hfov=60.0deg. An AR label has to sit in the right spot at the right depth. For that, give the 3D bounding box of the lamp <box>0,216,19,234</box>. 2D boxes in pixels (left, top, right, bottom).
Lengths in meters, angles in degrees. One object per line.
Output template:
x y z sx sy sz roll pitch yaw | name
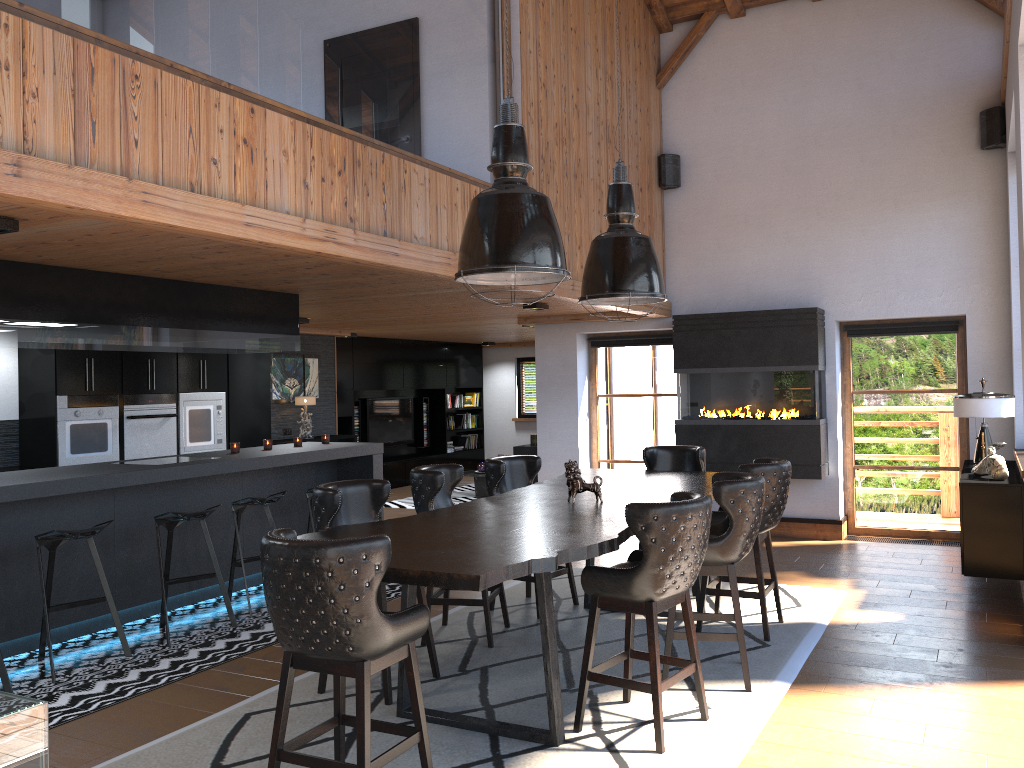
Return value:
-2.288 -0.700 3.806 0.154 0.068 0.264 -1 0 28 | lamp

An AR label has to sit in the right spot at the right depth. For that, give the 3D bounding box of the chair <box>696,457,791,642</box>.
1.502 1.032 5.659 0.563 1.092 0.509 -2 -1 27 | chair

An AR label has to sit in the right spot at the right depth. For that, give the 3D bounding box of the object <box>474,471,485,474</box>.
-0.341 1.259 12.700 0.399 0.022 0.390 -1 0 -43 | object

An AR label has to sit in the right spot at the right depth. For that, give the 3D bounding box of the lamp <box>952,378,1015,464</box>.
3.967 0.310 7.449 0.464 0.726 0.475 -2 -1 37 | lamp

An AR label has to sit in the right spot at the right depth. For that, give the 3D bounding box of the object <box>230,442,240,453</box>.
-2.236 0.515 7.159 0.080 0.081 0.078 -1 0 -17 | object

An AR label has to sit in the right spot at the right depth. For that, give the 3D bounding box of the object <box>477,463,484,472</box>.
-0.346 1.193 12.717 0.283 0.142 0.265 -1 0 11 | object

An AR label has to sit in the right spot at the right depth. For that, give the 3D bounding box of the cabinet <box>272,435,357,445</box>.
-2.554 1.171 10.755 0.425 1.010 1.641 -2 0 28 | cabinet

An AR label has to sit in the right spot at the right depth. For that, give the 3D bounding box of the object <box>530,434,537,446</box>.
0.270 0.670 10.598 0.107 0.135 0.097 -1 -1 18 | object

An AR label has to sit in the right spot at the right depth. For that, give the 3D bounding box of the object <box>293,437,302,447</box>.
-1.887 0.508 7.812 0.080 0.081 0.078 -1 0 -17 | object

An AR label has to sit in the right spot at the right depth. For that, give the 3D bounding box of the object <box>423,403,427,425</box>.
-1.554 0.514 15.236 0.124 0.379 0.126 -2 -1 28 | object

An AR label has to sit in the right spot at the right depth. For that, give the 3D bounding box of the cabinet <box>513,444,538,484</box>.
0.402 0.969 10.900 0.354 0.468 0.964 -1 0 28 | cabinet

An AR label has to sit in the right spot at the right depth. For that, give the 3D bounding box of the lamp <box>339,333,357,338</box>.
-2.324 -0.694 12.489 0.154 0.068 0.264 -1 0 28 | lamp

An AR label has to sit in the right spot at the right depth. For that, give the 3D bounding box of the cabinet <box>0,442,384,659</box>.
-2.688 1.117 6.104 0.880 1.104 4.848 -1 0 28 | cabinet

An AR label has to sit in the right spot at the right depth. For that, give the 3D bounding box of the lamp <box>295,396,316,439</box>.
-2.526 0.410 10.852 0.245 0.516 0.250 -2 -1 31 | lamp

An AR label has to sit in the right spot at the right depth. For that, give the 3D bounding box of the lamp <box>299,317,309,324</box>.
-2.350 -0.695 9.650 0.154 0.068 0.264 -1 0 28 | lamp

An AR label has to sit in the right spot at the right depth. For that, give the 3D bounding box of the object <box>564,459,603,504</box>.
0.411 0.553 5.044 0.222 0.253 0.115 -1 -1 -10 | object

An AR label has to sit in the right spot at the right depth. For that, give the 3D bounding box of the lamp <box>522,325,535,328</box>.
0.252 -0.750 11.157 0.154 0.068 0.264 -1 0 28 | lamp

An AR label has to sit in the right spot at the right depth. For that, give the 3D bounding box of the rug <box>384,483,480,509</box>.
-0.541 1.624 12.956 1.645 0.020 2.929 -1 0 28 | rug

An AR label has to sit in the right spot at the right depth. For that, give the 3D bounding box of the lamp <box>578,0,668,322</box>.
0.717 -2.775 6.146 0.626 4.685 0.617 -1 -1 -17 | lamp

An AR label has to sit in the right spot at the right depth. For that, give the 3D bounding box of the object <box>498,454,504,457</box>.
-0.170 1.155 13.472 0.094 0.167 0.094 -1 -1 -1 | object

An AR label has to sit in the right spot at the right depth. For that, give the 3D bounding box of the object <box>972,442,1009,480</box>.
3.482 0.553 6.472 0.180 0.262 0.499 -1 0 -3 | object

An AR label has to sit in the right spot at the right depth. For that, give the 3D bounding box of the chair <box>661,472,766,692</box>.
1.087 1.040 4.778 0.565 1.092 0.506 -1 -1 12 | chair

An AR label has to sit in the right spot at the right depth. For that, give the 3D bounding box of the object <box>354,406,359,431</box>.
-2.442 0.532 13.573 0.124 0.379 0.126 -2 -1 28 | object

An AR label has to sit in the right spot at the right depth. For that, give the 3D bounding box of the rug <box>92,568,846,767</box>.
0.108 1.607 4.776 2.526 0.047 5.687 -1 0 28 | rug

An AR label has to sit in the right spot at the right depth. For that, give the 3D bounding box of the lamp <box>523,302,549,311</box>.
0.231 -0.751 8.517 0.154 0.068 0.264 -1 0 28 | lamp

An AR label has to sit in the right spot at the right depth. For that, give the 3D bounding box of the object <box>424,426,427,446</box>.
-1.546 0.893 15.230 0.124 0.379 0.126 -2 -1 28 | object

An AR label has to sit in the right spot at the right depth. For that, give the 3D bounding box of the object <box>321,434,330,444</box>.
-1.713 0.505 8.139 0.080 0.081 0.078 -1 0 -17 | object

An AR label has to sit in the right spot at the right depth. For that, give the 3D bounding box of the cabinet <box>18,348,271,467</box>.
-4.429 0.517 7.151 0.538 2.381 6.494 -2 0 28 | cabinet

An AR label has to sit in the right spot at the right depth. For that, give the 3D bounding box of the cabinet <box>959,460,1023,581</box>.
3.759 1.004 6.946 0.398 0.655 1.885 -2 0 28 | cabinet

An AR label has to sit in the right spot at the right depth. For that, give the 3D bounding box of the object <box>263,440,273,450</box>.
-2.062 0.512 7.486 0.080 0.081 0.078 -1 0 -17 | object

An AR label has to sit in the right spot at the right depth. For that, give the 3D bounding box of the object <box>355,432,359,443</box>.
-2.434 0.911 13.568 0.124 0.379 0.126 -2 -1 28 | object

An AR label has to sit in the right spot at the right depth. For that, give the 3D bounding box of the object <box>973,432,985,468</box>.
3.714 0.534 6.984 0.149 0.288 0.505 -2 0 28 | object

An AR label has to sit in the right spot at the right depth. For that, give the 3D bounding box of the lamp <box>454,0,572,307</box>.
-0.042 -2.759 4.728 0.626 4.685 0.617 -1 -1 -17 | lamp

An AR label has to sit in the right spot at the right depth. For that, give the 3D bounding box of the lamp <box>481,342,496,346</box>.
-0.427 -0.732 16.038 0.154 0.068 0.264 -1 0 28 | lamp
